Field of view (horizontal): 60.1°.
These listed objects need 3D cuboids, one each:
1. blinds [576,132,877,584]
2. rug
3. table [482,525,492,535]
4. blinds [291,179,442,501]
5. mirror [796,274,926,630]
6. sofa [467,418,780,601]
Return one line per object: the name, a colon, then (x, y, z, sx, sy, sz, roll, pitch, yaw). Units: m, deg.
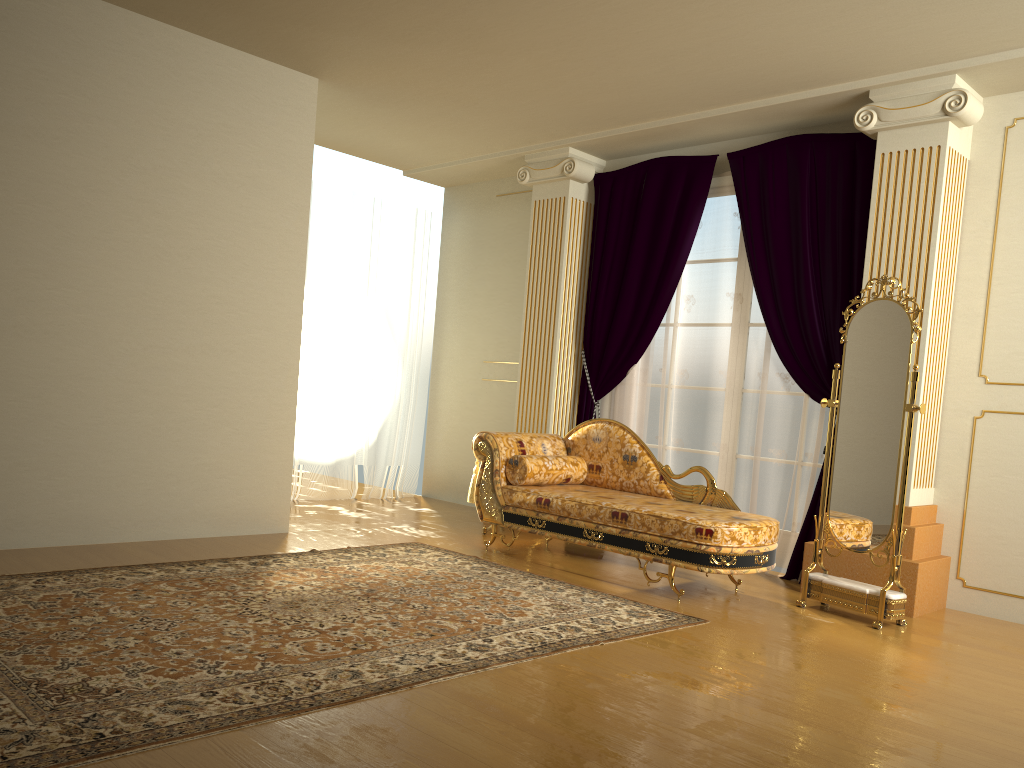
blinds: (1.303, -0.178, 5.760, 0.339, 2.661, 2.226, 1, 3, -44)
rug: (-0.916, 0.931, 3.700, 2.109, 0.017, 3.084, 4, -1, 45)
table: (0.021, 0.734, 6.215, 0.571, 0.645, 0.570, 5, 1, 0)
blinds: (-1.455, -0.307, 7.057, 2.169, 2.513, 0.163, 3, 3, -43)
mirror: (1.752, 0.312, 4.366, 0.243, 1.705, 0.539, 2, 4, -35)
sofa: (0.602, 0.646, 5.075, 1.886, 0.873, 0.694, 4, 1, 45)
